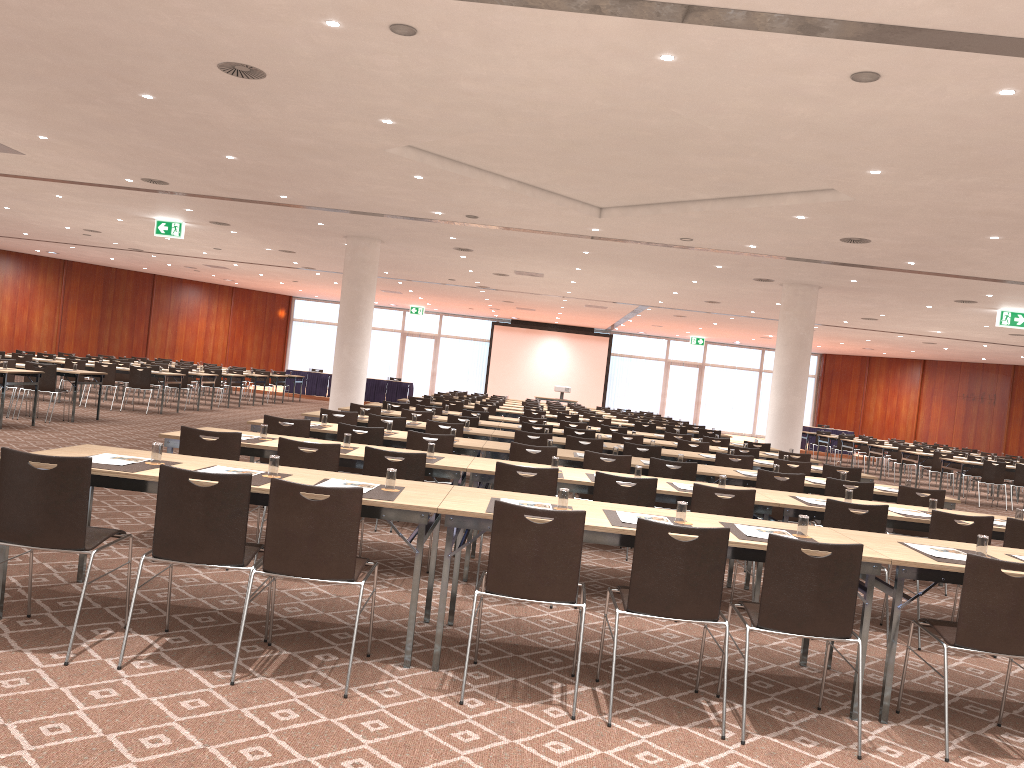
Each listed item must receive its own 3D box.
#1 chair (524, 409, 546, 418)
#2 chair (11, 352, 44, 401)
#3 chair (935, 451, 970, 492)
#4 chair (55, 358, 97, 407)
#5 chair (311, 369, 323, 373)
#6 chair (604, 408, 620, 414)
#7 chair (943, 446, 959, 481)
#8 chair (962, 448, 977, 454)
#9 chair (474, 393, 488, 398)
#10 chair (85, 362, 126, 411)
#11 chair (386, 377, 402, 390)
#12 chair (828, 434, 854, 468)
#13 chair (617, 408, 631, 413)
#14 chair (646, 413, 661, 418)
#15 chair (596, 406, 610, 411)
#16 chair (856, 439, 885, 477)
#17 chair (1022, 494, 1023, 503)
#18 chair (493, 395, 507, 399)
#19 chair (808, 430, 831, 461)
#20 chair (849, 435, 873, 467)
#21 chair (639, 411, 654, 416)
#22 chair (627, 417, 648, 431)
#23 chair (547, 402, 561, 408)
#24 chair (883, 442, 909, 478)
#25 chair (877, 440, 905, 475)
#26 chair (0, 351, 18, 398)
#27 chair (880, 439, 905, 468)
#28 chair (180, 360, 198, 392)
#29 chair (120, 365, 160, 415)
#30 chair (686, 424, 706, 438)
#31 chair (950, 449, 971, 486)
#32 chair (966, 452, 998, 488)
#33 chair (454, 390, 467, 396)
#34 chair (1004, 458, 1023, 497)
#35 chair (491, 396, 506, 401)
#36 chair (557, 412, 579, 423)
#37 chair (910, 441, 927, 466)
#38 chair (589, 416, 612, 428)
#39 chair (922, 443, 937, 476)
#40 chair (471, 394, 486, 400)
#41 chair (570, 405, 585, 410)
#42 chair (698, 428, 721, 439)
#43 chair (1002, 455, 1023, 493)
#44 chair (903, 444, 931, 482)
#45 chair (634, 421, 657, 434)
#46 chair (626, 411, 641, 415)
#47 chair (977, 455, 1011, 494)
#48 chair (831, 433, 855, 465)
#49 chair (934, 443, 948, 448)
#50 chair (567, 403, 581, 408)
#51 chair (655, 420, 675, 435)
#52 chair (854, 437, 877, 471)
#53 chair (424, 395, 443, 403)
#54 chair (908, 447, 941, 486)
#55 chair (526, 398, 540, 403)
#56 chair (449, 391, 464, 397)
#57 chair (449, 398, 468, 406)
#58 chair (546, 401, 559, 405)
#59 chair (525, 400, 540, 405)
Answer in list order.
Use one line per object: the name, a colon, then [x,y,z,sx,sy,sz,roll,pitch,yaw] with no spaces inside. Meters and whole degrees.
chair: [0.419,0.982,17.809,0.535,0.939,0.613,6,1,2]
chair: [-9.855,-0.146,17.943,0.535,0.939,0.613,6,1,3]
chair: [10.736,2.089,21.513,0.535,0.939,0.613,6,1,-1]
chair: [-8.842,-0.036,18.062,0.535,0.939,0.613,6,1,4]
chair: [-7.205,-0.082,32.393,0.535,0.939,0.613,6,1,4]
chair: [2.858,1.196,25.802,0.535,0.939,0.613,6,1,3]
chair: [12.482,2.254,25.477,0.535,0.939,0.613,6,1,1]
chair: [13.089,2.319,25.605,0.535,0.939,0.613,6,1,3]
chair: [-1.006,0.757,27.882,0.535,0.939,0.613,6,1,2]
chair: [-8.176,0.039,17.908,0.535,0.939,0.613,6,1,0]
chair: [-4.324,0.235,32.333,0.535,0.939,0.613,6,1,4]
chair: [9.554,1.931,25.620,0.535,0.939,0.613,6,1,4]
chair: [3.442,1.246,27.790,0.535,0.939,0.613,6,1,0]
chair: [4.039,1.326,25.735,0.535,0.939,0.613,6,1,1]
chair: [2.791,1.175,27.726,0.535,0.939,0.613,6,1,0]
chair: [9.612,1.951,23.677,0.535,0.939,0.613,6,1,0]
chair: [11.704,2.209,19.493,0.535,0.939,0.613,6,1,0]
chair: [-0.432,0.821,27.794,0.535,0.939,0.613,6,1,-1]
chair: [9.583,1.922,27.538,0.535,0.939,0.613,6,1,3]
chair: [10.932,2.069,27.650,0.535,0.939,0.613,6,1,3]
chair: [4.137,1.323,27.698,0.535,0.939,0.613,6,1,4]
chair: [2.736,1.223,19.727,0.535,0.939,0.613,6,1,0]
chair: [1.207,1.014,25.794,0.535,0.939,0.613,6,1,4]
chair: [10.198,2.016,23.525,0.535,0.939,0.613,6,1,2]
chair: [10.951,2.085,25.509,0.535,0.939,0.613,6,1,0]
chair: [-10.465,-0.213,18.037,0.535,0.939,0.613,6,1,3]
chair: [11.840,2.170,27.491,0.535,0.939,0.613,6,1,-1]
chair: [-10.263,-0.259,28.034,0.535,0.939,0.613,6,1,0]
chair: [-7.499,0.112,17.975,0.535,0.939,0.613,6,1,0]
chair: [4.004,1.363,19.700,0.535,0.939,0.613,6,1,3]
chair: [11.875,2.200,23.630,0.535,0.939,0.613,6,1,3]
chair: [12.527,2.272,23.557,0.535,0.939,0.613,6,1,-1]
chair: [-1.647,0.687,27.854,0.535,0.939,0.613,6,1,4]
chair: [12.386,2.270,21.479,0.535,0.939,0.613,6,1,3]
chair: [-0.439,0.834,25.828,0.535,0.939,0.613,6,1,4]
chair: [1.076,1.054,17.838,0.535,0.939,0.613,6,1,0]
chair: [12.557,2.248,27.557,0.535,0.939,0.613,6,1,-1]
chair: [1.715,1.125,17.748,0.535,0.939,0.613,6,1,2]
chair: [11.915,2.191,25.570,0.535,0.939,0.613,6,1,0]
chair: [-1.017,0.770,25.806,0.535,0.939,0.613,6,1,0]
chair: [1.852,1.085,25.746,0.535,0.939,0.613,6,1,4]
chair: [3.898,1.364,17.779,0.535,0.939,0.613,6,1,4]
chair: [13.143,2.340,23.463,0.535,0.939,0.613,6,1,2]
chair: [10.792,2.081,23.593,0.535,0.939,0.613,6,1,-2]
chair: [2.601,1.222,17.764,0.535,0.939,0.613,6,1,-1]
chair: [3.452,1.261,25.712,0.535,0.939,0.613,6,1,2]
chair: [11.768,2.202,21.573,0.535,0.939,0.613,6,1,3]
chair: [10.348,2.005,27.603,0.535,0.939,0.613,6,1,-1]
chair: [13.159,2.314,27.463,0.535,0.939,0.613,6,1,1]
chair: [1.907,1.077,27.822,0.535,0.939,0.613,6,1,4]
chair: [3.341,1.290,19.749,0.535,0.939,0.613,6,1,1]
chair: [10.233,2.006,25.664,0.535,0.939,0.613,6,1,3]
chair: [-1.781,0.727,19.856,0.535,0.939,0.613,6,1,2]
chair: [10.100,2.019,21.608,0.535,0.939,0.613,6,1,-1]
chair: [0.625,0.937,27.806,0.535,0.939,0.613,6,1,2]
chair: [-1.658,0.699,25.896,0.535,0.939,0.613,6,1,-1]
chair: [-1.219,0.789,19.809,0.535,0.939,0.613,6,1,4]
chair: [1.236,1.004,27.759,0.535,0.939,0.613,6,1,0]
chair: [0.564,0.944,25.849,0.535,0.939,0.613,6,1,3]
